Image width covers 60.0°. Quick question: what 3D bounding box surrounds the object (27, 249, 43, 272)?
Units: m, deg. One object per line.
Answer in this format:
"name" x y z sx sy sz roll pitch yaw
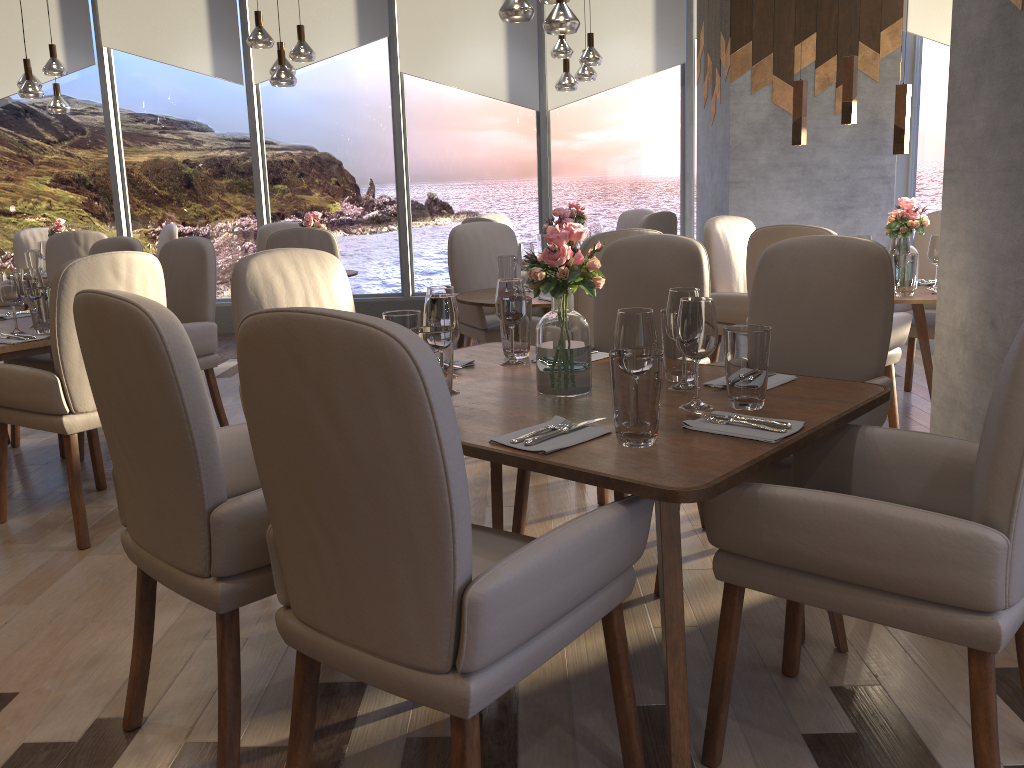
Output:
"object" -3.724 -0.961 6.934 0.102 0.177 0.103 5 13 31

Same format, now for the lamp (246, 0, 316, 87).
"lamp" -1.497 -2.565 5.629 0.439 1.318 0.442 -1 11 3

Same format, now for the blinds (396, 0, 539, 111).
"blinds" -0.395 -3.619 7.341 1.173 2.665 0.007 -2 10 1

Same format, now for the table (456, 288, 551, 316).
"table" 0.151 -0.119 4.404 0.835 0.658 0.837 -7 13 -24

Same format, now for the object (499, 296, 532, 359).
"object" 0.011 -0.168 2.642 0.102 0.177 0.102 -11 14 -40

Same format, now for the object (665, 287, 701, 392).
"object" 0.416 -0.108 2.141 0.092 0.243 0.093 -6 11 -21

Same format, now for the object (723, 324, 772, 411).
"object" 0.516 -0.036 1.948 0.102 0.177 0.102 6 13 36

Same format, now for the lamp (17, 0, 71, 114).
"lamp" -3.519 -2.692 6.535 0.439 1.318 0.442 -3 11 -6

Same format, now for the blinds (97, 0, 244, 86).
"blinds" -2.915 -3.834 7.322 1.173 2.665 0.007 -2 10 1

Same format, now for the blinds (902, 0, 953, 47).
"blinds" 2.699 -3.316 5.466 0.007 2.665 1.180 -2 11 1

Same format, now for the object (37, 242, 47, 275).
"object" -3.534 -0.952 6.705 0.092 0.243 0.092 6 13 35

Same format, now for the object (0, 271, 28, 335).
"object" -1.962 -0.318 3.486 0.092 0.243 0.092 -9 13 -33

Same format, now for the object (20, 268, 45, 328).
"object" -1.984 -0.358 3.677 0.092 0.243 0.092 -10 13 -36

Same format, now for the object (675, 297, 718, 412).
"object" 0.406 -0.066 1.949 0.092 0.243 0.093 2 11 21

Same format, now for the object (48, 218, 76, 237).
"object" -3.461 -1.067 6.827 0.198 0.413 0.211 -2 11 -2

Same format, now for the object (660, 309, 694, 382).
"object" 0.429 -0.099 2.254 0.102 0.177 0.102 -11 14 -40

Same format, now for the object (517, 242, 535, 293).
"object" 0.072 -0.582 4.427 0.092 0.243 0.093 -3 11 -5

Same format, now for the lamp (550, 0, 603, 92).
"lamp" 0.455 -2.786 6.363 0.440 1.318 0.441 -8 12 -31

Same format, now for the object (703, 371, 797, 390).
"object" 0.581 -0.011 2.197 0.158 0.019 0.256 9 16 42

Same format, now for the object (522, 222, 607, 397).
"object" 0.130 -0.180 2.134 0.210 0.413 0.199 -6 11 -21

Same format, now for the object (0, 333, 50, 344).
"object" -1.889 -0.178 3.357 0.255 0.019 0.158 5 14 31

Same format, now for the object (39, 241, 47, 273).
"object" -3.621 -0.989 6.894 0.092 0.243 0.093 -5 11 -15

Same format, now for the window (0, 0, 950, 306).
"window" -0.029 -1.750 4.855 8.088 3.180 16.163 -13 16 -43

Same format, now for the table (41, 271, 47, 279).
"table" -3.446 -0.539 6.915 0.834 0.658 0.839 -2 11 0

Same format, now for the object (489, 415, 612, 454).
"object" 0.092 0.094 1.785 0.158 0.019 0.256 10 17 43

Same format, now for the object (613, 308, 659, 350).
"object" 0.251 -0.029 1.797 0.092 0.243 0.093 -3 11 -3

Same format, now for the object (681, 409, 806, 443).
"object" 0.453 0.076 1.812 0.255 0.019 0.158 8 16 40

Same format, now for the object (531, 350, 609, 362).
"object" 0.164 -0.080 2.585 0.158 0.019 0.256 9 16 42

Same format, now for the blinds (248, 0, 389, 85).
"blinds" -1.652 -3.872 7.305 1.173 2.665 0.007 -2 10 1

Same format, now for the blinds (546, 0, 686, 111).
"blinds" 0.852 -3.656 7.324 1.173 2.665 0.007 -2 10 1

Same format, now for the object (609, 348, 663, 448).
"object" 0.238 0.027 1.696 0.102 0.177 0.103 -6 11 -19

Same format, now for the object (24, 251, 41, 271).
"object" -3.568 -0.897 6.609 0.102 0.177 0.102 -10 14 -37

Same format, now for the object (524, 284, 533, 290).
"object" 0.101 -0.508 4.609 0.157 0.019 0.256 -7 13 -24

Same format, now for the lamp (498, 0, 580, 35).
"lamp" 0.105 -2.274 4.025 0.439 1.318 0.442 0 11 8

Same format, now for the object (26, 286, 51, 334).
"object" -1.852 -0.291 3.502 0.102 0.177 0.102 -12 14 -42

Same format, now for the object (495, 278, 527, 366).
"object" -0.001 -0.177 2.530 0.092 0.243 0.093 -2 11 1

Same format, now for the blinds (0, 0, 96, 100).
"blinds" -4.157 -3.656 7.365 1.173 2.665 0.007 -2 10 1

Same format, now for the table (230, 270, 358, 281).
"table" -1.444 -0.408 5.999 0.836 0.658 0.836 -11 15 -38

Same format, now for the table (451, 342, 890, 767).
"table" 0.126 0.341 2.247 1.310 0.662 0.968 8 15 41

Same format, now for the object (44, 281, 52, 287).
"object" -1.990 -0.349 3.790 0.102 0.177 0.102 -11 14 -39

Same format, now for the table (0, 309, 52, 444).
"table" -2.265 0.100 3.740 1.309 0.662 0.969 6 14 33

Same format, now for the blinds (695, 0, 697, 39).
"blinds" 2.093 -3.880 7.272 1.173 2.665 0.007 -2 10 1

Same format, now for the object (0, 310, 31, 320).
"object" -2.303 -0.318 4.074 0.157 0.019 0.256 6 14 33

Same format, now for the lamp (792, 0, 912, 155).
"lamp" 1.699 -1.966 3.776 0.118 1.920 1.164 -12 15 -43

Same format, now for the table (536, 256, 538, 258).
"table" 0.506 -0.633 6.749 0.834 0.658 0.838 -4 12 -12

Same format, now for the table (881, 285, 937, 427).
"table" 1.768 -0.110 4.115 0.834 0.658 0.838 2 12 21

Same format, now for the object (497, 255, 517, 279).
"object" -0.024 -0.558 4.484 0.102 0.177 0.103 -6 11 -19
